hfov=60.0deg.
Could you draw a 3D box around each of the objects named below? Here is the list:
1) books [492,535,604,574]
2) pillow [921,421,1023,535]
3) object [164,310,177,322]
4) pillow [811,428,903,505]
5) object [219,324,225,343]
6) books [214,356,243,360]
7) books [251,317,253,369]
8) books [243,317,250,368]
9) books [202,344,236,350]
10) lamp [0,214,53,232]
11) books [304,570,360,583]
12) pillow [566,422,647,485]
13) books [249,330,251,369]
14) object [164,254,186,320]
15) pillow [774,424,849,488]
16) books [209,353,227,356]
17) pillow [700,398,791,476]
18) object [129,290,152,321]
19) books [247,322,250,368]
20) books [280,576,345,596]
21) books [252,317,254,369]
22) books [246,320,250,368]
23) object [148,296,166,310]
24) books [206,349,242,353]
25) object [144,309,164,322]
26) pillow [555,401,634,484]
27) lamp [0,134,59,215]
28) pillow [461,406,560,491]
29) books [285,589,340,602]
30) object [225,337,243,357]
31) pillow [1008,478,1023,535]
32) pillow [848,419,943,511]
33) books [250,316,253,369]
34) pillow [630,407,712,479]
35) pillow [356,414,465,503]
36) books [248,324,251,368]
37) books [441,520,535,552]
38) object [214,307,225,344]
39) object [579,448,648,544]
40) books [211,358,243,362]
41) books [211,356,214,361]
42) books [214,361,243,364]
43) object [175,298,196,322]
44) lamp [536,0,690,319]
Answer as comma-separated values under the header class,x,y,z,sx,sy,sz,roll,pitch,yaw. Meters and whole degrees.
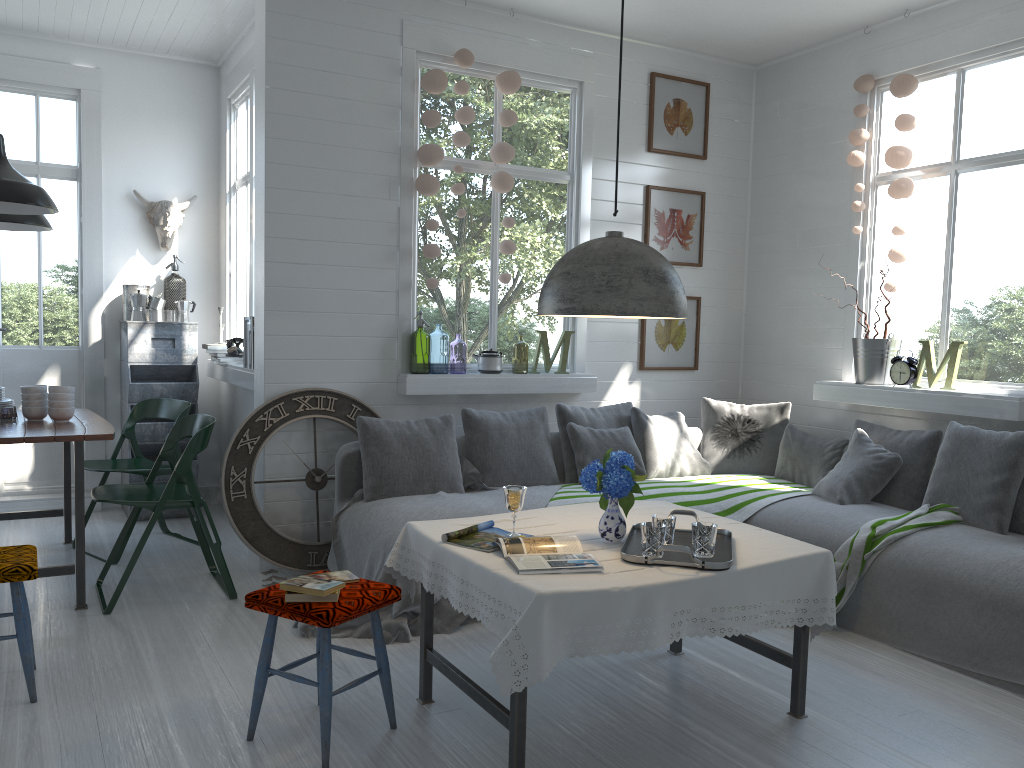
class,x,y,z,sx,sy,sz,roll,pitch,yaw
books,0.119,0.599,3.195,0.300,0.049,0.422,1,4,-14
pillow,2.562,0.516,4.887,0.296,0.573,0.509,-1,5,-29
object,-2.719,-0.543,7.071,0.129,0.096,0.108,3,4,21
pillow,2.106,0.519,5.458,0.416,0.464,0.379,0,4,-14
object,-2.353,-0.339,7.189,0.095,0.289,0.095,1,5,-10
books,-2.100,-0.198,6.673,0.250,0.014,0.310,0,4,-22
books,-1.637,-0.269,5.923,0.194,0.353,0.070,-1,5,-29
books,-1.748,-0.284,6.118,0.194,0.351,0.065,-1,5,-29
books,-2.288,-0.290,6.958,0.236,0.035,0.296,0,4,-27
lamp,-3.431,-1.808,5.901,0.650,1.501,0.649,3,5,16
books,-0.693,0.741,3.377,0.189,0.012,0.133,-1,4,-31
pillow,0.611,0.477,5.930,0.528,0.446,0.277,0,4,-14
books,-1.700,-0.229,5.972,0.137,0.262,0.056,-1,5,-29
object,-2.750,-0.781,7.236,0.172,0.552,0.171,1,4,-4
pillow,2.066,0.514,6.073,0.280,0.439,0.494,-1,5,-27
books,-2.236,-0.233,6.991,0.236,0.028,0.299,-1,4,-31
pillow,1.695,0.398,6.458,0.638,0.561,0.395,2,4,11
object,-2.904,-0.612,6.943,0.205,0.250,0.130,-2,5,-38
books,-1.701,-0.259,6.039,0.199,0.315,0.025,-1,5,-29
books,-0.713,0.718,3.167,0.189,0.022,0.133,3,4,22
books,-1.621,-0.268,5.898,0.204,0.355,0.063,-1,5,-29
books,-1.721,-0.271,6.063,0.187,0.333,0.060,-1,5,-29
object,-2.773,-0.627,6.946,0.129,0.126,0.108,-2,5,-37
books,-2.261,-0.260,6.963,0.262,0.028,0.320,0,4,-19
object,-2.795,-0.537,6.946,0.129,0.096,0.108,2,4,1
pillow,0.609,0.412,6.081,0.639,0.561,0.278,-1,5,-28
lamp,-2.864,-1.731,4.871,0.650,1.501,0.649,-1,5,-32
pillow,-0.008,0.414,5.755,0.641,0.521,0.280,-1,5,-28
books,-0.711,0.744,3.166,0.182,0.030,0.128,1,4,-7
object,-2.081,-0.279,6.707,0.171,0.146,0.203,0,4,-25
pillow,2.694,0.533,4.948,0.280,0.521,0.640,-1,5,-28
pillow,2.341,0.514,5.568,0.278,0.522,0.638,-1,5,-29
books,-1.651,-0.272,5.942,0.194,0.355,0.049,-1,5,-29
pillow,1.082,0.417,6.276,0.616,0.527,0.344,-1,5,-30
pillow,-0.600,0.453,5.328,0.639,0.522,0.278,-1,5,-29
books,-1.690,-0.253,6.020,0.194,0.305,0.040,-1,5,-29
books,-0.089,0.585,3.424,0.228,0.043,0.300,4,4,35
object,-2.309,-0.463,7.028,0.095,0.289,0.095,1,5,-10
object,0.394,0.432,3.481,0.236,0.377,0.265,-1,5,-27
books,-2.109,-0.183,6.673,0.231,0.017,0.306,-1,4,-31
books,-2.225,-0.199,6.989,0.236,0.040,0.320,0,4,-27
books,-2.108,-0.165,6.669,0.232,0.017,0.312,1,4,-14
object,-2.596,-0.586,7.031,0.102,0.196,0.161,3,4,20
lamp,0.415,-1.281,3.380,0.600,2.047,0.600,4,5,32
